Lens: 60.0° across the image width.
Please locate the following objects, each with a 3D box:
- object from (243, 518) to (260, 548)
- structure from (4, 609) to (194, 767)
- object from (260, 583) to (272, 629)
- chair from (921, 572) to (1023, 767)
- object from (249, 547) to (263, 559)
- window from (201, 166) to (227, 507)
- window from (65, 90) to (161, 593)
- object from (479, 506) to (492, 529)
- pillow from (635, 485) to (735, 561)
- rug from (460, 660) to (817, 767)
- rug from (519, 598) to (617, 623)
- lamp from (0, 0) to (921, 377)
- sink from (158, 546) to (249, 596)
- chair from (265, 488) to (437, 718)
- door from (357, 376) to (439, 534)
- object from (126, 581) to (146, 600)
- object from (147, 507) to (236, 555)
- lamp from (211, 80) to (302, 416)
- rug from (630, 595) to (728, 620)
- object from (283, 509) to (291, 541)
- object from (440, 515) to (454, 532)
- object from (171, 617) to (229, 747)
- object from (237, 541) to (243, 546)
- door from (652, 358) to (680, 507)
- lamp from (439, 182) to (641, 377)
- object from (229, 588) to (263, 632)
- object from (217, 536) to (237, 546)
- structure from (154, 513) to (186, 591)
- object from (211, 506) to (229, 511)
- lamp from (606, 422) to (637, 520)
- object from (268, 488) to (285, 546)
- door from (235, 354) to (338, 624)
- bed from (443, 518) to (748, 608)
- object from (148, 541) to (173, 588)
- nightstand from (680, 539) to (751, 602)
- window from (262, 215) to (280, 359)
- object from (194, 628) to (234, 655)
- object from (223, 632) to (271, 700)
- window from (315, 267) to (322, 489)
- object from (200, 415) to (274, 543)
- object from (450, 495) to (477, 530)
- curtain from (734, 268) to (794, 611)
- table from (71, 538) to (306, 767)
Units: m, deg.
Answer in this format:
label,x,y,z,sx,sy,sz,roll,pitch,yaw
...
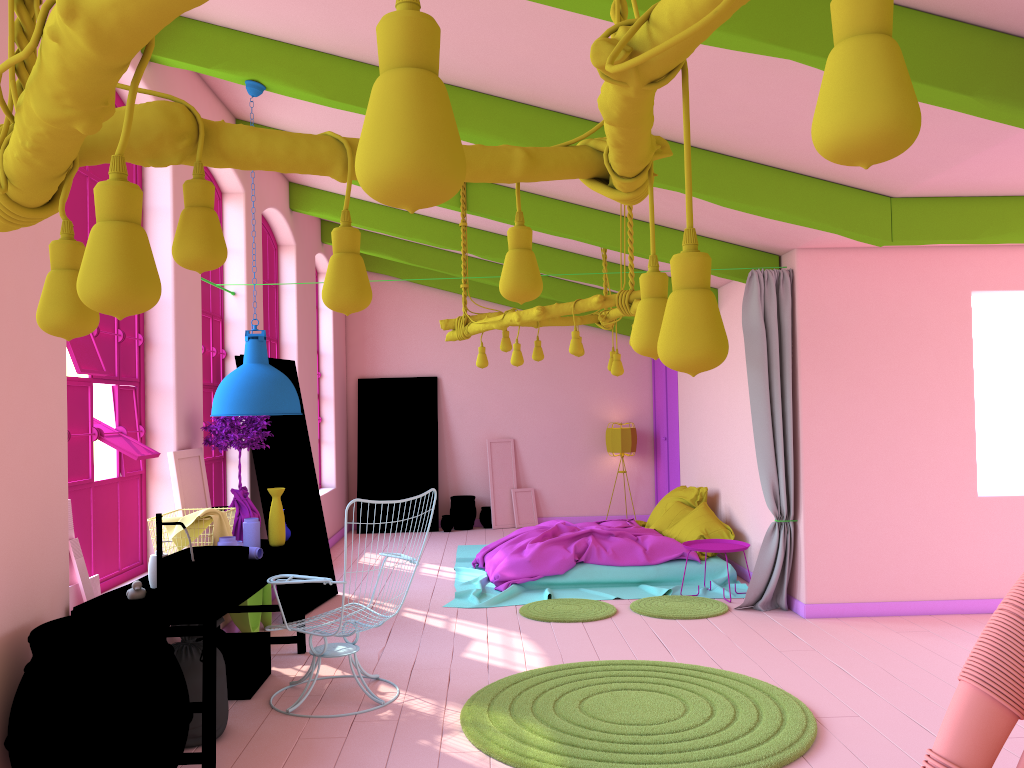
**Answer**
label,x,y,z,sx,sy,sz,roll,pitch,yaw
object,-1.733,0.994,5.902,0.109,0.197,0.109,-2,-1,35
structure,-1.715,1.420,3.714,0.718,0.844,0.718,0,-2,-34
object,-1.976,1.710,7.008,0.137,0.462,0.284,-1,-1,-17
chair,0.740,-0.149,0.903,0.860,3.129,0.806,-2,-1,18
object,-1.628,1.053,5.527,0.137,0.076,0.076,-2,-1,18
window,-2.417,-0.271,6.891,0.072,3.046,1.275,-1,-1,-2
window,-2.358,-0.320,4.973,0.492,3.003,1.497,-1,-1,-2
object,-0.347,1.925,12.783,0.260,0.306,0.260,-2,-1,31
pillow,1.806,1.527,9.735,0.848,0.822,2.618,-1,-2,-12
rug,0.670,1.801,4.877,1.888,0.050,1.889,-1,-2,-14
rug,0.465,1.890,7.414,0.792,0.021,0.793,-1,-2,-19
lamp,-0.140,-1.134,1.282,1.610,2.264,1.776,-1,-1,-20
sink,-1.582,0.962,4.588,0.340,0.194,0.609,-1,-2,-2
chair,-1.004,1.256,5.289,0.925,1.238,1.078,-2,-2,33
door,-1.633,1.002,12.698,1.153,2.210,0.450,-1,-1,-2
object,-1.836,1.003,4.336,0.088,0.088,0.086,-2,-1,15
object,-1.853,0.905,5.255,0.444,0.369,0.633,-1,-2,-2
lamp,-1.541,-0.812,5.303,0.529,2.001,0.529,-2,-1,30
rug,1.400,1.871,7.445,0.792,0.021,0.792,-2,-2,26
object,-1.610,0.984,6.175,0.132,0.219,0.132,-2,-1,15
object,-0.910,1.964,12.470,0.199,0.234,0.199,0,-2,-34
object,-0.461,0.947,1.018,2.827,1.580,7.867,-1,-2,-1
object,-1.688,1.029,5.459,0.065,0.118,0.065,0,-2,-43
door,2.125,0.727,12.214,0.108,2.590,1.677,-1,-1,-2
lamp,0.413,-1.180,6.849,1.610,2.264,1.776,-1,-1,-20
object,-2.041,1.568,6.681,0.218,0.733,0.451,-1,-1,-2
object,-1.630,0.978,5.083,0.109,0.197,0.109,-1,-1,-10
structure,-1.769,0.866,4.559,0.166,0.396,0.087,-1,-1,8
object,-2.278,1.103,6.958,0.223,0.272,0.223,-1,-1,-14
lamp,1.605,1.283,12.727,0.491,1.466,0.476,-2,-1,28
object,-1.586,0.896,5.978,0.116,0.383,0.116,-1,-1,-28
door,-1.947,0.864,7.766,0.450,2.210,1.153,-1,-1,8
bed,0.730,1.704,9.438,2.802,0.514,3.577,-1,-2,-2
object,-1.799,0.949,4.815,0.165,0.250,0.411,-2,-2,33
nightstand,1.830,1.658,7.931,0.596,0.458,0.596,-2,-2,36
window,-2.493,-0.204,8.797,0.214,3.009,1.514,-1,-1,-2
object,-1.821,1.659,5.394,0.300,0.448,0.672,-1,-2,-26
object,-1.792,1.756,5.538,0.446,0.277,0.522,-1,-2,-2
window,-2.563,-0.140,11.257,0.072,3.046,1.275,-1,-1,-2
object,-1.861,0.625,6.029,0.441,0.950,0.503,0,-2,-42
object,-0.699,1.843,12.699,0.386,0.471,0.386,-2,-2,41
curtain,2.120,0.469,7.280,0.518,2.785,0.525,-1,-1,-21
table,-1.764,1.475,5.222,0.655,0.820,2.193,-1,-2,-2
